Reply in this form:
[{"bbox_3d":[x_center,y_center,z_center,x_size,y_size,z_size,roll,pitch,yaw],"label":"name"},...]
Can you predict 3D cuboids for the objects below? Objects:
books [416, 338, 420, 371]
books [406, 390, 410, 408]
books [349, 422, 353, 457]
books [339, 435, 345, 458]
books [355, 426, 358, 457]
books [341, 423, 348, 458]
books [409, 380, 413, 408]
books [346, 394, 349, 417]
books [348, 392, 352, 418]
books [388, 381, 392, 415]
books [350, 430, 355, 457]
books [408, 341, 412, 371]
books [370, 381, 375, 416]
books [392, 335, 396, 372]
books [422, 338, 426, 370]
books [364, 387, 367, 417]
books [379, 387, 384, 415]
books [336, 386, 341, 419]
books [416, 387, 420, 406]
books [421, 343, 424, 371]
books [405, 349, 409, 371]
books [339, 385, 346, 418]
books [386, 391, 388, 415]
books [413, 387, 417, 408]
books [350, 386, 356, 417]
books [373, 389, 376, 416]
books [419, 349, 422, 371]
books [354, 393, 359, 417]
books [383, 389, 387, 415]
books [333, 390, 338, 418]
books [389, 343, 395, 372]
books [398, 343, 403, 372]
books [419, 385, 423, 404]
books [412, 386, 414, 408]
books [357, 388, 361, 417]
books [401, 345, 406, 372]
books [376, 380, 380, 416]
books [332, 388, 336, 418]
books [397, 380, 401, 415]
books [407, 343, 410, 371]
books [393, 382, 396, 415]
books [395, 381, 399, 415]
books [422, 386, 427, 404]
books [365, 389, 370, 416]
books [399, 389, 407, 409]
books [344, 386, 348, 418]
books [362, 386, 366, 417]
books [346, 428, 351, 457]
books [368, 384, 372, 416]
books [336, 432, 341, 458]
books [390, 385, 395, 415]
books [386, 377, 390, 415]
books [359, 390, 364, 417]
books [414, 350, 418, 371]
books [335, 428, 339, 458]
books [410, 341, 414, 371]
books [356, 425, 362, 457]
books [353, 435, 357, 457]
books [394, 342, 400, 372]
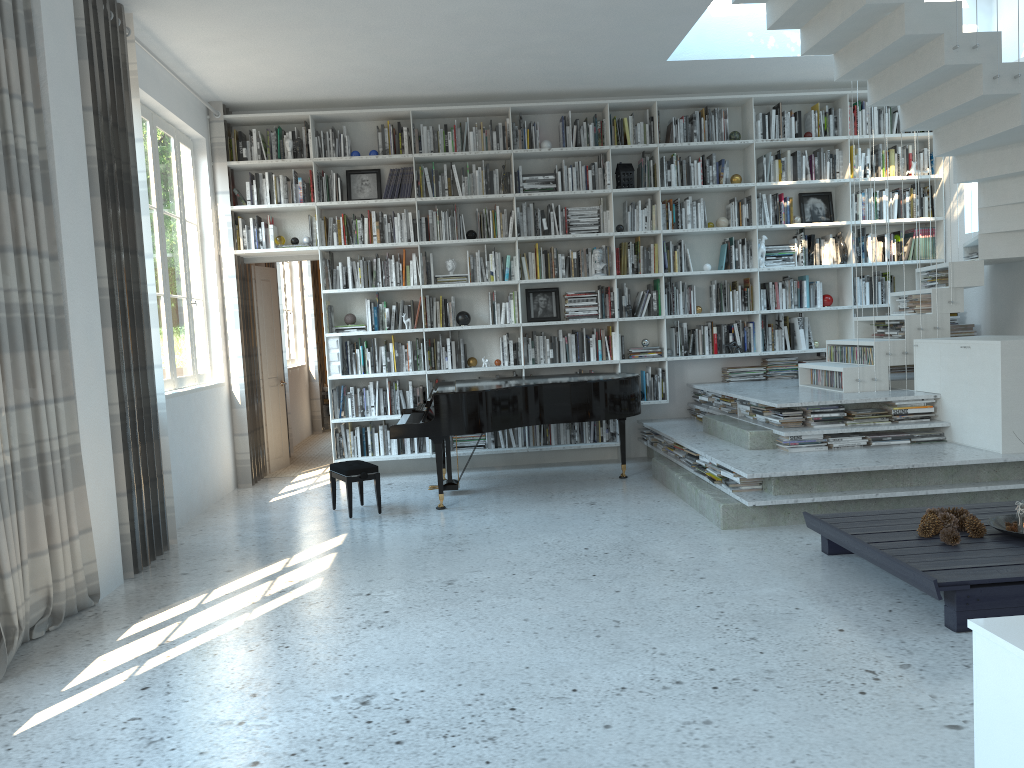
[{"bbox_3d":[-0.822,-0.261,7.794,0.014,0.286,0.179,-3,4,-3],"label":"books"},{"bbox_3d":[-0.914,0.157,7.852,0.030,0.203,0.141,-3,4,-3],"label":"books"},{"bbox_3d":[-1.418,0.479,7.827,0.011,0.319,0.157,-3,4,-3],"label":"books"},{"bbox_3d":[-1.495,0.548,7.808,0.029,0.190,0.176,-3,4,-3],"label":"books"},{"bbox_3d":[-1.360,0.505,7.815,0.013,0.262,0.174,-3,4,-3],"label":"books"},{"bbox_3d":[-1.469,0.494,7.821,0.044,0.294,0.181,-3,4,-3],"label":"books"},{"bbox_3d":[-0.888,0.113,7.841,0.025,0.288,0.130,-3,4,-3],"label":"books"},{"bbox_3d":[-1.439,0.190,7.812,0.024,0.198,0.148,-3,4,-3],"label":"books"},{"bbox_3d":[-1.415,0.178,7.791,0.022,0.221,0.187,-3,4,-3],"label":"books"},{"bbox_3d":[-1.071,0.121,7.815,0.012,0.295,0.176,-3,4,-3],"label":"books"},{"bbox_3d":[-1.399,0.524,7.826,0.022,0.226,0.154,-3,4,-3],"label":"books"},{"bbox_3d":[-0.893,-0.247,7.792,0.021,0.266,0.185,-3,4,-3],"label":"books"},{"bbox_3d":[-1.226,0.127,7.819,0.027,0.300,0.142,-3,4,-3],"label":"books"},{"bbox_3d":[-1.030,-0.268,7.790,0.021,0.323,0.171,-3,4,-3],"label":"books"},{"bbox_3d":[-0.772,-0.263,7.826,0.024,0.280,0.135,-3,4,-3],"label":"books"},{"bbox_3d":[-1.283,0.155,7.793,0.010,0.253,0.177,-3,4,-3],"label":"books"},{"bbox_3d":[-1.146,0.152,7.830,0.031,0.239,0.132,-3,4,-3],"label":"books"},{"bbox_3d":[-1.519,0.157,7.775,0.011,0.277,0.189,-3,4,-3],"label":"books"},{"bbox_3d":[-0.820,0.141,7.814,0.023,0.228,0.190,-3,4,-3],"label":"books"},{"bbox_3d":[-0.786,-0.241,7.805,0.010,0.240,0.174,-3,4,-3],"label":"books"},{"bbox_3d":[-0.925,-0.211,7.815,0.023,0.194,0.139,-3,4,-3],"label":"books"},{"bbox_3d":[-1.488,0.151,7.786,0.052,0.284,0.172,-3,4,-3],"label":"books"},{"bbox_3d":[-1.095,0.165,7.829,0.013,0.209,0.154,-3,4,-3],"label":"books"},{"bbox_3d":[-0.849,0.141,7.854,0.030,0.227,0.140,-3,4,-3],"label":"books"},{"bbox_3d":[-1.391,0.154,7.797,0.029,0.266,0.171,-3,4,-3],"label":"books"},{"bbox_3d":[-1.206,0.159,7.825,0.012,0.233,0.148,-3,4,-3],"label":"books"},{"bbox_3d":[-0.803,-0.215,7.832,0.023,0.187,0.130,-3,4,-3],"label":"books"},{"bbox_3d":[-1.363,0.184,7.822,0.025,0.200,0.136,-3,4,-3],"label":"books"},{"bbox_3d":[-1.116,0.158,7.828,0.028,0.225,0.134,-3,4,-3],"label":"books"},{"bbox_3d":[-1.538,0.176,7.792,0.029,0.239,0.154,-3,4,-3],"label":"books"},{"bbox_3d":[-1.050,-0.233,7.794,0.026,0.254,0.176,-3,4,-3],"label":"books"},{"bbox_3d":[-0.976,-0.234,7.792,0.028,0.249,0.158,-3,4,-3],"label":"books"},{"bbox_3d":[-0.798,0.134,7.851,0.026,0.236,0.140,-3,4,-3],"label":"books"},{"bbox_3d":[-0.868,0.138,7.818,0.011,0.240,0.174,-3,4,-3],"label":"books"},{"bbox_3d":[-1.341,0.158,7.826,0.022,0.248,0.133,-3,4,-3],"label":"books"},{"bbox_3d":[-0.950,-0.227,7.809,0.025,0.229,0.153,-3,4,-3],"label":"books"},{"bbox_3d":[-1.181,0.122,7.804,0.039,0.307,0.172,-3,4,-3],"label":"books"},{"bbox_3d":[-1.560,0.169,7.804,0.012,0.254,0.160,-3,4,-3],"label":"books"},{"bbox_3d":[-0.995,0.114,7.823,0.013,0.301,0.172,-3,4,-3],"label":"books"},{"bbox_3d":[-0.909,-0.237,7.809,0.010,0.246,0.160,-3,4,-3],"label":"books"},{"bbox_3d":[-1.031,0.123,7.839,0.013,0.284,0.138,-3,4,-3],"label":"books"},{"bbox_3d":[-1.013,0.119,7.827,0.022,0.291,0.137,-3,4,-3],"label":"books"},{"bbox_3d":[-0.769,0.136,7.843,0.030,0.231,0.151,-3,4,-3],"label":"books"},{"bbox_3d":[-1.264,0.165,7.808,0.028,0.229,0.157,-3,4,-3],"label":"books"},{"bbox_3d":[-0.957,0.154,7.830,0.059,0.216,0.177,-3,4,-3],"label":"books"},{"bbox_3d":[-1.458,0.153,7.808,0.010,0.274,0.150,-3,4,-3],"label":"books"},{"bbox_3d":[-1.295,0.153,7.797,0.013,0.257,0.189,-3,4,-3],"label":"books"},{"bbox_3d":[-1.434,0.515,7.832,0.024,0.247,0.142,-3,4,-3],"label":"books"},{"bbox_3d":[-1.246,0.140,7.826,0.013,0.274,0.146,-3,4,-3],"label":"books"},{"bbox_3d":[-1.523,0.535,7.832,0.023,0.216,0.158,-3,4,-3],"label":"books"},{"bbox_3d":[-1.051,0.139,7.836,0.029,0.255,0.152,-3,4,-3],"label":"books"},{"bbox_3d":[-1.084,0.107,7.805,0.014,0.325,0.170,-3,4,-3],"label":"books"},{"bbox_3d":[-1.314,0.171,7.794,0.028,0.223,0.188,-3,4,-3],"label":"books"},{"bbox_3d":[-0.848,-0.209,7.816,0.041,0.181,0.141,-3,4,-3],"label":"books"},{"bbox_3d":[-1.541,0.517,7.830,0.012,0.254,0.160,-3,4,-3],"label":"books"},{"bbox_3d":[-0.877,-0.246,7.812,0.013,0.260,0.142,-3,4,-3],"label":"books"},{"bbox_3d":[-1.343,0.501,7.822,0.023,0.266,0.177,-3,4,-3],"label":"books"},{"bbox_3d":[-1.377,0.542,7.836,0.022,0.186,0.145,-3,4,-3],"label":"books"},{"bbox_3d":[-1.004,-0.238,7.785,0.028,0.261,0.181,-3,4,-3],"label":"books"}]
